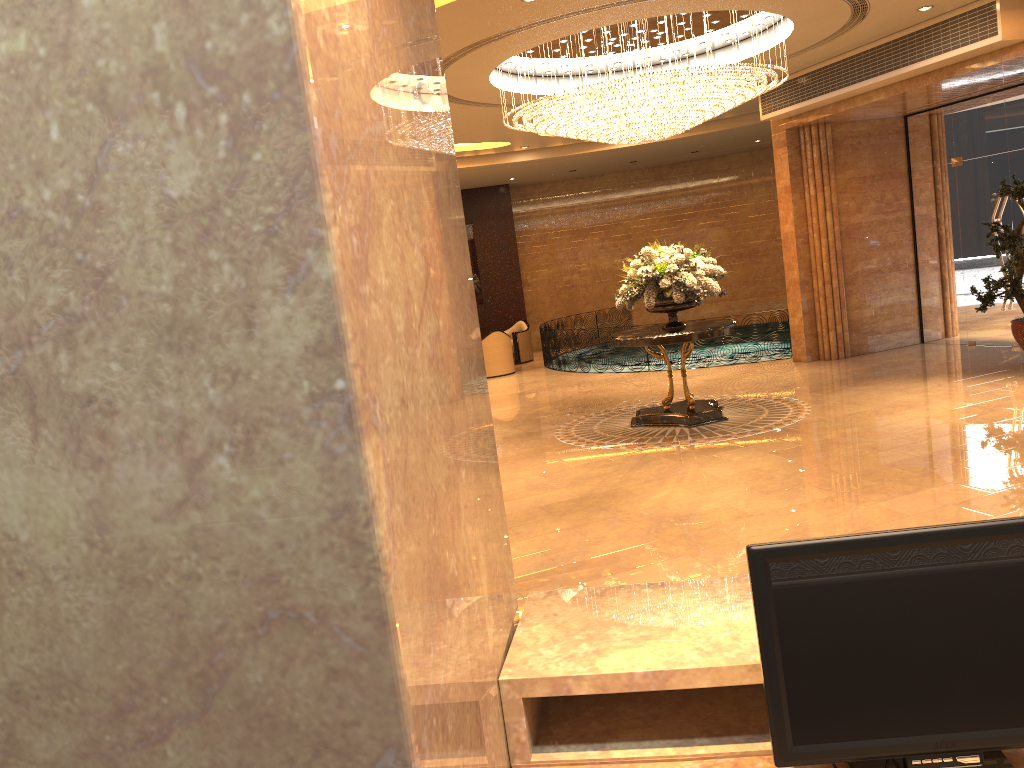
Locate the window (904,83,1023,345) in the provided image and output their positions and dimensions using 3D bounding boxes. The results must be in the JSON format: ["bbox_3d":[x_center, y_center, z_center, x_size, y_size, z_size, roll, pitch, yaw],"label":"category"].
[{"bbox_3d":[6.909,-2.250,12.239,0.047,3.571,3.515,-10,8,-20],"label":"window"}]

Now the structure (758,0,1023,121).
[{"bbox_3d":[4.562,-4.014,11.228,0.425,0.483,4.113,-10,8,-20],"label":"structure"}]

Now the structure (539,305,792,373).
[{"bbox_3d":[2.482,-0.926,18.094,3.815,0.995,7.624,-8,7,-1],"label":"structure"}]

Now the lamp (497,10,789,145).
[{"bbox_3d":[1.462,-3.351,10.082,3.206,1.196,3.204,-5,8,17],"label":"lamp"}]

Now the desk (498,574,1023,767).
[{"bbox_3d":[-0.329,1.105,3.042,12.951,1.155,3.466,-6,7,15],"label":"desk"}]

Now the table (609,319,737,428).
[{"bbox_3d":[1.951,-0.127,10.516,1.493,1.089,1.493,-11,8,-26],"label":"table"}]

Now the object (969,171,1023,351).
[{"bbox_3d":[6.355,-1.440,11.081,1.250,2.363,0.843,-14,9,-39],"label":"object"}]

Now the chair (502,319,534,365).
[{"bbox_3d":[0.020,-0.931,19.583,0.951,0.916,0.769,0,10,45],"label":"chair"}]

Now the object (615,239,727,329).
[{"bbox_3d":[1.841,-1.153,10.363,1.277,0.999,1.318,-6,7,11],"label":"object"}]

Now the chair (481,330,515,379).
[{"bbox_3d":[-0.412,-0.614,17.559,0.951,0.916,0.769,-11,8,-25],"label":"chair"}]

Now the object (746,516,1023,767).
[{"bbox_3d":[0.756,0.510,1.609,0.531,0.500,0.430,-1,10,42],"label":"object"}]

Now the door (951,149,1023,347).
[{"bbox_3d":[6.960,-1.879,12.286,0.195,2.758,1.880,-10,8,-20],"label":"door"}]
